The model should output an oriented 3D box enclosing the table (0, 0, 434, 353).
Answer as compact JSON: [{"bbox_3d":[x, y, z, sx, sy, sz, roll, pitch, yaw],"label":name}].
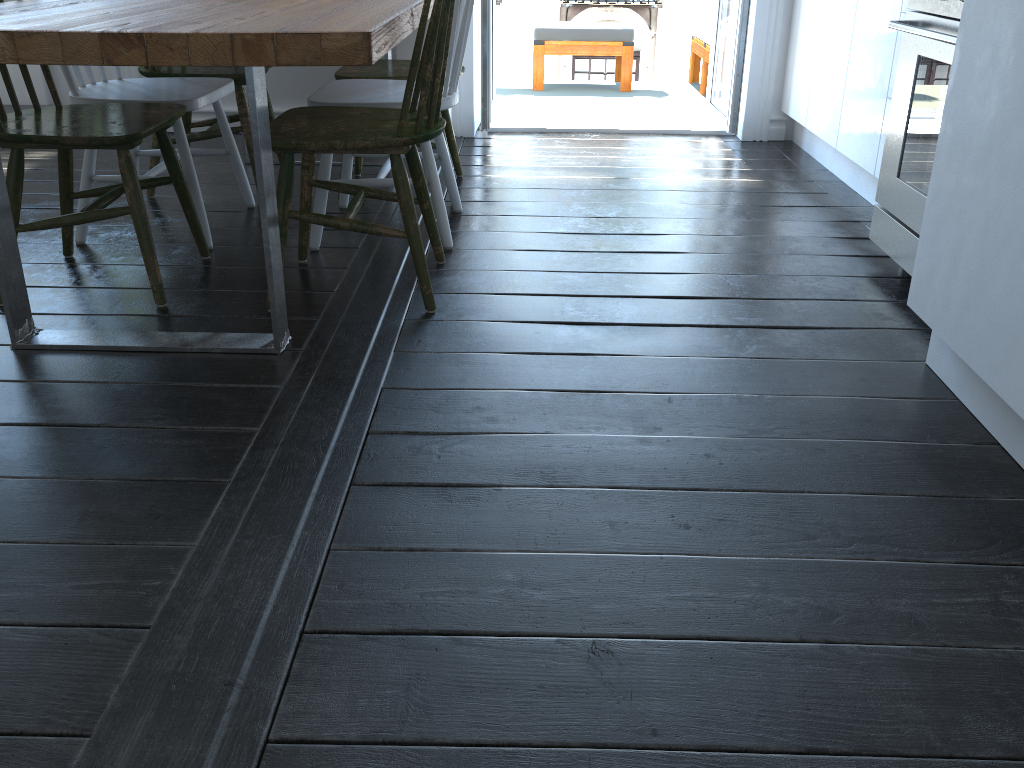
[{"bbox_3d":[-0.751,-0.875,2.809,1.018,0.686,2.327,1,27,1],"label":"table"}]

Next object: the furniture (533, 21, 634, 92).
[{"bbox_3d":[0.431,-2.042,5.475,0.600,0.359,0.418,1,25,1],"label":"furniture"}]

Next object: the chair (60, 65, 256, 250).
[{"bbox_3d":[-1.143,-0.887,2.694,0.510,0.808,0.486,1,24,1],"label":"chair"}]

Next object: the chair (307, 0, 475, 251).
[{"bbox_3d":[-0.344,-0.877,2.689,0.510,0.808,0.486,1,24,1],"label":"chair"}]

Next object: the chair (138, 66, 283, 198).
[{"bbox_3d":[-1.115,-1.113,3.154,0.485,0.793,0.488,0,24,0],"label":"chair"}]

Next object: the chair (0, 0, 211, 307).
[{"bbox_3d":[-1.116,-0.651,2.248,0.485,0.793,0.488,0,24,0],"label":"chair"}]

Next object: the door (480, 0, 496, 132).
[{"bbox_3d":[-0.107,-2.190,3.934,0.105,1.942,0.610,3,23,6],"label":"door"}]

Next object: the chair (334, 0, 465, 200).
[{"bbox_3d":[-0.371,-1.099,3.141,0.485,0.793,0.488,0,24,0],"label":"chair"}]

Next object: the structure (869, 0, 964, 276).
[{"bbox_3d":[1.355,-0.661,2.115,0.722,0.977,0.731,1,24,1],"label":"structure"}]

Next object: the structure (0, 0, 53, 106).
[{"bbox_3d":[-2.661,-1.586,4.091,1.064,0.603,0.076,1,22,1],"label":"structure"}]

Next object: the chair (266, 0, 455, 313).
[{"bbox_3d":[-0.371,-0.636,2.235,0.485,0.793,0.488,0,24,0],"label":"chair"}]

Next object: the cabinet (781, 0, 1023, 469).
[{"bbox_3d":[1.358,-0.762,2.527,0.730,0.780,3.323,4,27,8],"label":"cabinet"}]

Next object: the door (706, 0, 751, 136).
[{"bbox_3d":[1.024,-2.169,3.916,0.105,1.942,0.611,-1,23,-4],"label":"door"}]

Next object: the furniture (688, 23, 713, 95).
[{"bbox_3d":[1.338,-1.909,5.233,0.400,0.359,0.962,1,26,1],"label":"furniture"}]
